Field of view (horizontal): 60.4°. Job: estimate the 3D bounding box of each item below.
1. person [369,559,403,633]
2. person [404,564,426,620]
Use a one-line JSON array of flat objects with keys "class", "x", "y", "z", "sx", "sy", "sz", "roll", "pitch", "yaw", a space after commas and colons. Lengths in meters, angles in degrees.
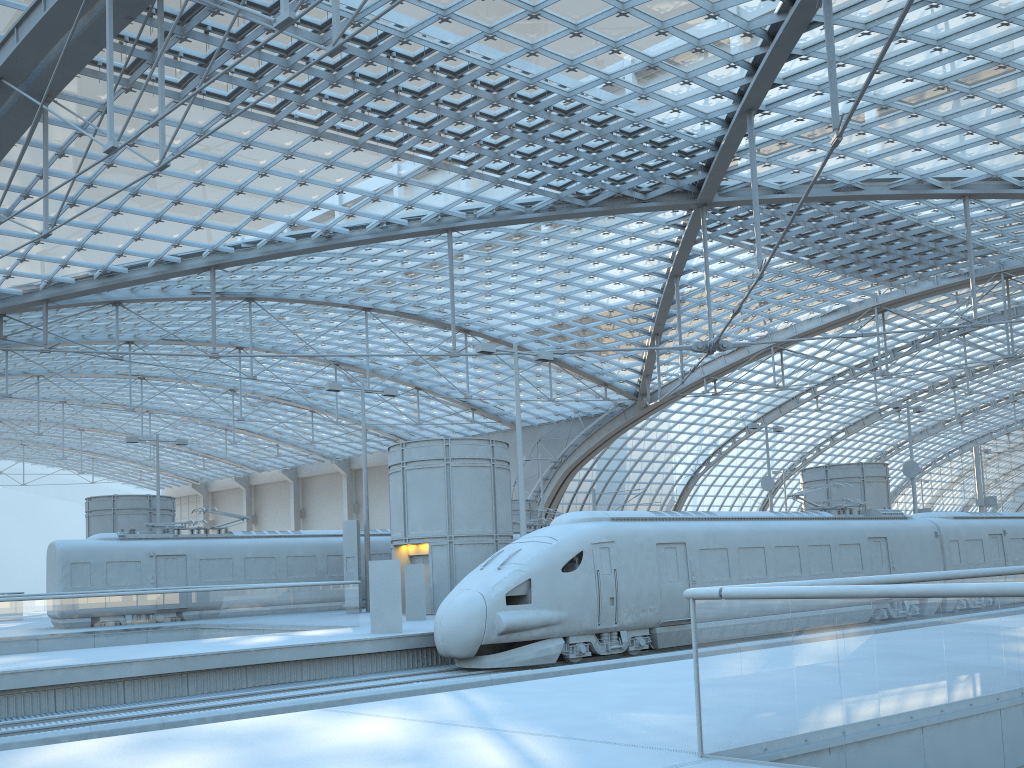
[{"class": "person", "x": -2.883, "y": 4.879, "z": 20.095, "sx": 0.879, "sy": 1.690, "sz": 0.001, "roll": -5, "pitch": -5, "yaw": 27}, {"class": "person", "x": -2.706, "y": 5.854, "z": 24.617, "sx": 0.714, "sy": 1.597, "sz": 0.001, "roll": -6, "pitch": -5, "yaw": 32}]
